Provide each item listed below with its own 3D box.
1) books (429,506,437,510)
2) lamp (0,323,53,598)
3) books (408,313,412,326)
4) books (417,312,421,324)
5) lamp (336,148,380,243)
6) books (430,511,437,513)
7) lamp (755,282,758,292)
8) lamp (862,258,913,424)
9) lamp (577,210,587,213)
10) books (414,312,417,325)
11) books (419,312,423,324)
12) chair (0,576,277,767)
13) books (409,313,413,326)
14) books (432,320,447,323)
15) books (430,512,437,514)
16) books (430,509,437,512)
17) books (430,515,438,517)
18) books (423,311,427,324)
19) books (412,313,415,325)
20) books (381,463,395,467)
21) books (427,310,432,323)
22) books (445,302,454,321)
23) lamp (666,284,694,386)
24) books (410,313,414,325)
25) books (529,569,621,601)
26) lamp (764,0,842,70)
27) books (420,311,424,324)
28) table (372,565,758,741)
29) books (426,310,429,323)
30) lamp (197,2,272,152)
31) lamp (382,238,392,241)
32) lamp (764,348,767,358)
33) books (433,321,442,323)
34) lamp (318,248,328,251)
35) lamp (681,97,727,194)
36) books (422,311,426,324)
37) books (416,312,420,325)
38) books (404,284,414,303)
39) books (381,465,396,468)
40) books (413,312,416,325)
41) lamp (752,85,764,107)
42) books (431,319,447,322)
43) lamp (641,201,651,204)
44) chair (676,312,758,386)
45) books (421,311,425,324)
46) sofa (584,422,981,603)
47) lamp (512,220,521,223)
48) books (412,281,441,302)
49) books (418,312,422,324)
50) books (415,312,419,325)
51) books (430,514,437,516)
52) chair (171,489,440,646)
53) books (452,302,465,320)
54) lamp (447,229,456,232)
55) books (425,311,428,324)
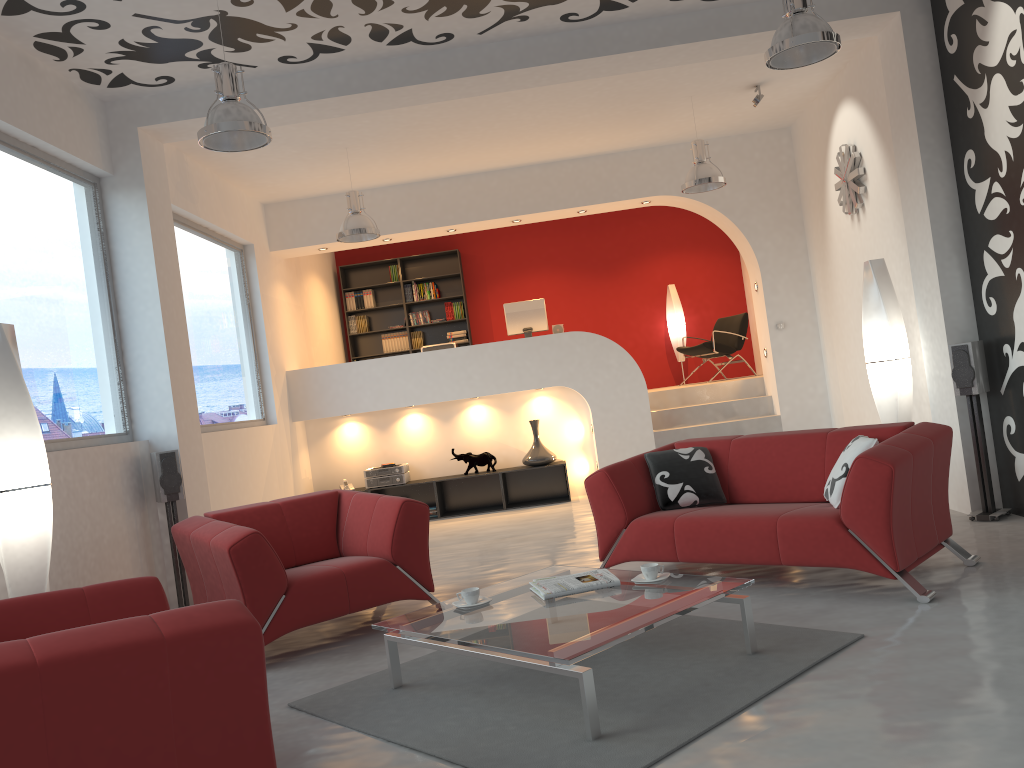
[{"bbox_3d":[-0.895,1.326,9.406,0.190,0.015,0.135,-8,-1,-2],"label":"books"},{"bbox_3d":[-2.160,0.623,3.901,0.313,1.779,0.313,-8,-1,-6],"label":"lamp"},{"bbox_3d":[-1.381,-0.872,12.126,0.031,0.190,0.135,-8,-1,3],"label":"books"},{"bbox_3d":[-1.262,-0.888,12.120,0.031,0.190,0.135,-8,-1,3],"label":"books"},{"bbox_3d":[-1.390,-1.667,7.727,0.379,0.800,0.379,-7,-1,-26],"label":"lamp"},{"bbox_3d":[-0.877,1.354,9.405,0.190,0.015,0.135,-8,-1,3],"label":"books"},{"bbox_3d":[2.560,-1.017,9.301,0.011,0.105,0.105,-8,-1,3],"label":"lamp"},{"bbox_3d":[2.720,-0.008,6.362,0.313,1.779,0.313,-8,-1,11],"label":"lamp"},{"bbox_3d":[0.742,-1.823,9.389,0.105,0.011,0.105,-8,-1,-9],"label":"lamp"},{"bbox_3d":[-1.307,-0.882,12.122,0.031,0.190,0.135,-8,-1,3],"label":"books"},{"bbox_3d":[-1.233,-0.892,12.119,0.031,0.190,0.135,-8,-1,3],"label":"books"},{"bbox_3d":[-1.371,1.026,2.718,0.951,0.738,1.288,-7,-1,-37],"label":"chair"},{"bbox_3d":[-1.366,-0.874,12.125,0.031,0.190,0.135,-8,-1,3],"label":"books"},{"bbox_3d":[-0.987,-0.853,12.108,0.190,0.015,0.135,-8,-1,3],"label":"books"},{"bbox_3d":[-0.881,1.369,9.405,0.190,0.015,0.135,-8,-1,8],"label":"books"},{"bbox_3d":[-0.884,1.339,9.398,0.190,0.015,0.135,-8,-1,3],"label":"books"},{"bbox_3d":[-0.873,1.398,9.404,0.190,0.015,0.135,-8,-1,-2],"label":"books"},{"bbox_3d":[-1.173,-0.900,12.116,0.031,0.190,0.135,-8,-1,3],"label":"books"},{"bbox_3d":[-1.337,-0.878,12.124,0.031,0.190,0.135,-8,-1,3],"label":"books"},{"bbox_3d":[-1.316,0.858,9.433,0.135,0.015,0.190,-8,-1,-12],"label":"books"},{"bbox_3d":[-1.129,-0.907,12.115,0.031,0.190,0.135,-8,-1,3],"label":"books"},{"bbox_3d":[-0.848,-0.978,12.095,0.090,0.256,0.181,-8,-1,3],"label":"books"},{"bbox_3d":[2.219,-0.658,11.865,0.237,1.349,0.237,-8,-1,11],"label":"lamp"},{"bbox_3d":[-1.351,-0.876,12.124,0.031,0.190,0.135,-8,-1,3],"label":"books"},{"bbox_3d":[0.270,0.877,3.902,0.367,0.035,0.345,-8,-1,-7],"label":"books"},{"bbox_3d":[1.453,-2.095,4.597,0.379,0.800,0.379,-8,-1,-5],"label":"lamp"},{"bbox_3d":[-1.218,-0.894,12.118,0.031,0.190,0.135,-8,-1,3],"label":"books"},{"bbox_3d":[0.219,1.043,3.659,1.097,0.286,1.162,-7,-1,-42],"label":"table"},{"bbox_3d":[-1.143,-0.905,12.115,0.031,0.190,0.135,-8,-1,3],"label":"books"},{"bbox_3d":[-1.526,-1.688,4.730,0.379,0.800,0.379,-8,-1,31],"label":"lamp"},{"bbox_3d":[-1.336,-1.539,9.482,0.105,0.011,0.105,-8,-1,-9],"label":"lamp"},{"bbox_3d":[2.655,-0.324,9.291,0.011,0.105,0.105,-8,-1,3],"label":"lamp"},{"bbox_3d":[-0.991,-0.837,12.108,0.190,0.015,0.135,-8,-1,-2],"label":"books"},{"bbox_3d":[-2.029,-1.444,9.512,0.105,0.011,0.105,-8,-1,6],"label":"lamp"},{"bbox_3d":[1.589,-2.074,7.594,0.379,0.800,0.379,-7,-1,-26],"label":"lamp"},{"bbox_3d":[-1.188,-0.898,12.117,0.031,0.190,0.135,-8,-1,3],"label":"books"},{"bbox_3d":[-1.277,-0.886,12.121,0.031,0.190,0.135,-8,-1,3],"label":"books"},{"bbox_3d":[-1.399,-1.222,12.121,0.090,0.256,0.181,-8,-1,3],"label":"books"},{"bbox_3d":[-1.311,0.873,9.423,0.135,0.015,0.190,-8,-1,-17],"label":"books"},{"bbox_3d":[-1.322,-0.880,12.123,0.031,0.190,0.135,-8,-1,3],"label":"books"},{"bbox_3d":[2.097,-2.453,7.563,0.112,0.176,0.118,-8,-1,45],"label":"lamp"},{"bbox_3d":[-0.999,-0.866,12.108,0.190,0.015,0.135,-8,-1,8],"label":"books"},{"bbox_3d":[1.416,-1.915,9.359,0.105,0.011,0.105,-8,-1,-9],"label":"lamp"},{"bbox_3d":[2.517,-0.431,11.067,0.768,0.795,0.664,-7,-1,-22],"label":"chair"},{"bbox_3d":[-1.203,-0.896,12.118,0.031,0.190,0.135,-8,-1,3],"label":"books"},{"bbox_3d":[1.393,0.679,4.909,1.929,0.738,0.951,-8,-1,43],"label":"sofa"},{"bbox_3d":[0.050,-1.728,9.420,0.105,0.011,0.105,-8,-1,-9],"label":"lamp"},{"bbox_3d":[-1.167,-1.270,12.088,0.341,0.286,0.231,-8,-1,3],"label":"books"},{"bbox_3d":[-1.247,-0.890,12.120,0.031,0.190,0.135,-8,-1,3],"label":"books"},{"bbox_3d":[-1.292,-0.884,12.122,0.031,0.190,0.135,-8,-1,3],"label":"books"},{"bbox_3d":[-0.869,1.383,9.404,0.190,0.015,0.135,-8,-1,3],"label":"books"},{"bbox_3d":[-1.145,1.025,4.969,1.288,0.738,0.951,-7,-1,-37],"label":"chair"},{"bbox_3d":[-0.728,-0.987,12.088,0.146,0.240,0.170,-8,-1,3],"label":"books"},{"bbox_3d":[-0.643,-1.634,9.451,0.105,0.011,0.105,-8,-1,-9],"label":"lamp"},{"bbox_3d":[-1.158,-0.902,12.116,0.031,0.190,0.135,-8,-1,3],"label":"books"}]
